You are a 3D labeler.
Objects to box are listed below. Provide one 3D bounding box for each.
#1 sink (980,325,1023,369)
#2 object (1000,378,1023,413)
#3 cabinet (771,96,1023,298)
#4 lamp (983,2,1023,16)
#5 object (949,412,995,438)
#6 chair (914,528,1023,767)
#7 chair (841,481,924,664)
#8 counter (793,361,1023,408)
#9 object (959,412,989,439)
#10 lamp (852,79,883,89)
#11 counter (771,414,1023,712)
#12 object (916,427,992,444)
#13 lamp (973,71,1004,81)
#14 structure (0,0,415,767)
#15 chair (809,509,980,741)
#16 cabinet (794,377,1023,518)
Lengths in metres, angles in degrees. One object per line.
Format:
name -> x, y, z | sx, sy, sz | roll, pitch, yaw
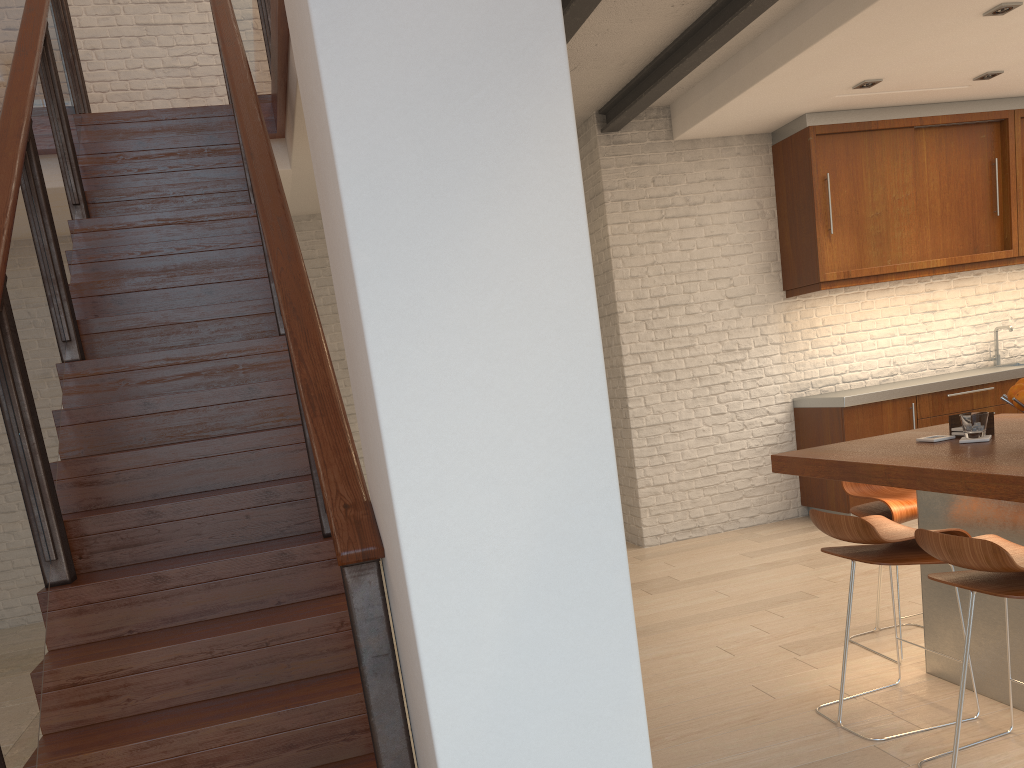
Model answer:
sink -> 4.141, -0.277, 6.749 | 0.852, 0.439, 0.510 | -9, 5, -14
object -> 1.781, 0.068, 2.805 | 0.367, 0.226, 0.355 | -5, 4, 41
cabinet -> 3.587, -1.456, 6.515 | 3.318, 1.196, 0.452 | -9, 9, -14
lamp -> 2.440, -1.884, 4.337 | 0.123, 0.056, 0.122 | -9, 2, -14
object -> 1.686, 0.150, 3.200 | 0.093, 0.084, 0.113 | -9, 4, -15
chair -> 1.445, 0.781, 2.555 | 0.419, 0.792, 0.397 | -10, 9, -14
chair -> 1.674, 0.740, 3.728 | 0.402, 0.792, 0.414 | -10, 9, -14
counter -> 4.179, -0.143, 5.309 | 3.309, 0.071, 3.485 | -8, 0, -14
object -> 1.626, 0.147, 3.065 | 0.090, 0.086, 0.090 | -10, 5, -17
lamp -> 2.170, -1.852, 5.326 | 0.123, 0.056, 0.122 | -9, 2, -14
counter -> 2.513, 0.546, 3.069 | 2.479, 0.940, 1.666 | -9, 3, -14
object -> 1.646, 0.180, 3.152 | 0.204, 0.035, 0.284 | -8, 1, -15
lamp -> 3.022, -1.976, 5.533 | 0.123, 0.056, 0.122 | -9, 2, -14
structure -> 0.029, -0.746, 2.335 | 13.757, 4.231, 10.043 | -9, 2, -14
chair -> 1.305, 0.798, 3.069 | 0.419, 0.792, 0.397 | -10, 9, -14
cabinet -> 4.382, -0.714, 5.558 | 4.805, 2.892, 2.210 | -6, 7, 40
